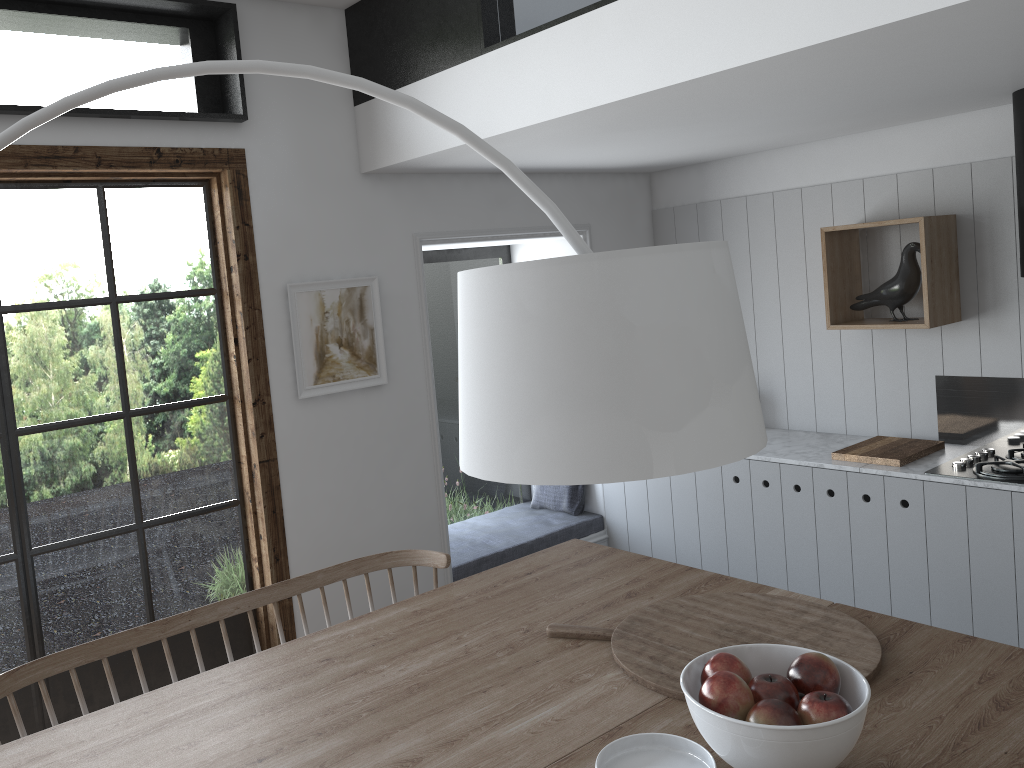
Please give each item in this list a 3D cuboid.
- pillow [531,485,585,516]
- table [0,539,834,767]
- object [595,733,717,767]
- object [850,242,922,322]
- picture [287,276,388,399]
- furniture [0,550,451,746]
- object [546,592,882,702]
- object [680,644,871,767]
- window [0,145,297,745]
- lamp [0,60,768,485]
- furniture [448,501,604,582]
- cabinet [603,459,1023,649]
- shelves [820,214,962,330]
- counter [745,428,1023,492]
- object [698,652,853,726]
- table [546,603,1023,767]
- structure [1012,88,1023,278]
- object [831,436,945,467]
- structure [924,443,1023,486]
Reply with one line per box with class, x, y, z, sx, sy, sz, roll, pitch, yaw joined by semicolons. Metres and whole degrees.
pillow;0.267;0.583;4.925;0.177;0.292;0.414;-9;7;-39
table;-0.209;1.064;2.040;1.995;0.746;0.962;-11;8;-39
object;0.254;0.687;1.560;0.220;0.035;0.211;-1;8;30
object;1.631;-0.440;3.848;0.136;0.333;0.343;-9;6;-38
picture;-0.734;-0.203;3.720;0.424;0.469;0.030;-10;6;-39
furniture;-0.638;1.034;2.356;1.329;0.807;0.559;-10;7;-39
object;0.496;0.610;2.051;0.668;0.023;0.608;-8;8;-17
object;0.464;0.603;1.556;0.307;0.164;0.324;-11;9;-42
window;-3.029;0.586;1.965;5.280;2.248;0.166;-11;7;-39
lamp;-2.166;0.734;1.049;5.161;2.017;0.885;-7;5;-12
furniture;-0.081;0.803;4.673;1.027;0.115;0.613;-11;9;-39
cabinet;2.521;0.794;2.329;0.010;0.744;6.292;-8;7;-39
shelves;2.665;-0.447;2.587;0.293;0.794;3.677;-9;8;-39
counter;2.700;0.369;2.478;0.566;0.020;6.296;-11;9;-39
object;0.459;0.582;1.552;0.254;0.167;0.235;-4;6;12
table;0.409;1.100;1.302;1.995;0.746;0.962;-11;8;-39
structure;2.046;-0.833;3.164;0.417;0.865;0.413;-5;5;7
object;1.605;0.283;3.769;0.391;0.030;0.299;-11;9;-39
structure;2.110;0.301;3.183;0.541;0.048;1.010;-11;9;-39
